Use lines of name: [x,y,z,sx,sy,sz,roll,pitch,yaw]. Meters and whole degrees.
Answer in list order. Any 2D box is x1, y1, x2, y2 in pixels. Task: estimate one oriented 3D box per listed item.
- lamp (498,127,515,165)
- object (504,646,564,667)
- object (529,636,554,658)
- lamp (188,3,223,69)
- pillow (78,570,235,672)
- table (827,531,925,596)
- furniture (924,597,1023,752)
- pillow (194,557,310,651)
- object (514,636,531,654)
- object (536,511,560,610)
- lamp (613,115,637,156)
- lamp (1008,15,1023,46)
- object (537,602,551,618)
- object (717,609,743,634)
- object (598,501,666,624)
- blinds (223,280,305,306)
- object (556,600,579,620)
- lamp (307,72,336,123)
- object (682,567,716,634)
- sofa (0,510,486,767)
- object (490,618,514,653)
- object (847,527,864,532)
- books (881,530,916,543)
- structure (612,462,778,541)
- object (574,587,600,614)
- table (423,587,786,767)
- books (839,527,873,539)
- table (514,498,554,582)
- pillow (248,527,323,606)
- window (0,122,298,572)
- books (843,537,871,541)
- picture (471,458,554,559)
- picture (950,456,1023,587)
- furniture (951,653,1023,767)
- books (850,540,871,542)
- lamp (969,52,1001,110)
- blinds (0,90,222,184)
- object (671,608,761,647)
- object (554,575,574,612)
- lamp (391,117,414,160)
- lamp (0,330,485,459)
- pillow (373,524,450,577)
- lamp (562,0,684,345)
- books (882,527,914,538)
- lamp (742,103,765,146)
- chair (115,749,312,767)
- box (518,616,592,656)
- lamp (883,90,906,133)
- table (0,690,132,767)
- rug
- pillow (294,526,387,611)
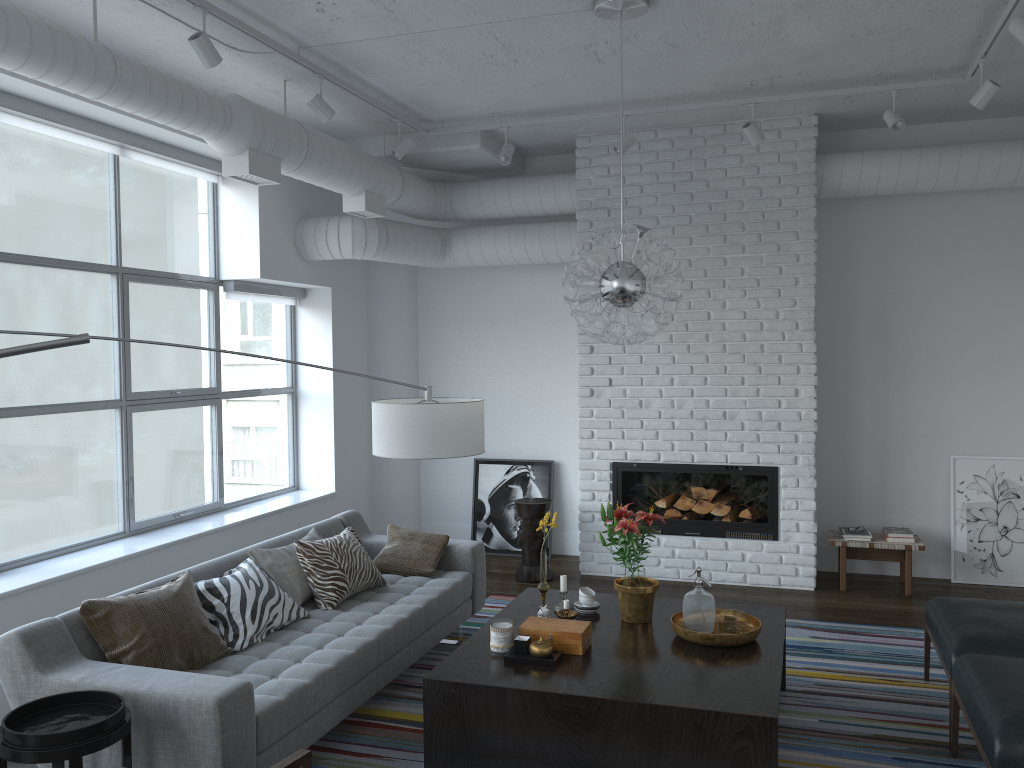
lamp: [-0.041,-1.595,5.892,0.095,0.285,0.154,0,2,16]
object: [0.089,1.103,3.595,0.214,0.023,0.130,0,2,18]
object: [0.119,1.058,3.584,0.103,0.077,0.103,-1,2,-10]
lamp: [-1.323,-1.507,3.822,0.087,0.285,0.154,0,2,27]
pillow: [-1.418,0.990,3.540,0.298,0.338,0.597,0,2,28]
table: [2.507,1.235,6.139,0.605,0.345,0.405,0,2,18]
furniture: [2.178,1.245,3.885,0.584,0.478,0.828,0,2,18]
pillow: [-1.210,1.001,4.031,0.346,0.283,0.578,0,2,19]
object: [0.043,1.068,3.630,0.058,0.055,0.058,0,2,18]
object: [0.176,0.854,4.275,0.121,0.470,0.120,1,2,34]
lamp: [0.716,-1.595,5.645,0.154,0.285,0.090,-1,2,-14]
lamp: [2.152,-1.543,3.716,0.094,0.285,0.154,-1,2,-9]
object: [0.153,1.060,4.163,0.069,0.078,0.124,-1,2,1]
object: [0.947,1.046,3.848,0.085,0.089,0.195,0,2,28]
object: [0.543,0.814,4.073,0.284,0.558,0.275,-1,2,-20]
blinds: [-1.777,-0.655,6.429,0.086,0.130,0.903,0,2,18]
object: [0.254,1.046,4.114,0.102,0.098,0.102,-2,2,-32]
lamp: [-1.022,-1.543,4.750,0.154,0.285,0.087,-2,2,-28]
object: [0.823,0.948,3.903,0.143,0.288,0.143,-1,2,-10]
sofa: [-1.011,1.167,4.224,0.991,0.684,2.541,0,2,18]
object: [-0.040,1.054,3.714,0.106,0.116,0.117,-1,2,-2]
object: [2.376,1.007,6.182,0.134,0.038,0.093,-1,2,-15]
books: [2.655,1.048,6.097,0.185,0.032,0.267,0,2,16]
structure: [1.380,0.843,6.562,1.168,0.578,0.675,0,2,18]
object: [0.360,1.031,4.237,0.121,0.113,0.124,1,3,38]
table: [0.492,1.298,3.850,1.306,0.394,1.362,0,2,18]
books: [2.390,1.034,6.170,0.202,0.019,0.280,0,2,16]
table: [0.159,1.128,6.455,0.282,0.558,0.281,-1,2,-3]
pillow: [-1.075,0.957,4.583,0.254,0.318,0.663,0,2,19]
window: [-2.406,-0.257,4.734,0.107,2.340,4.566,0,2,18]
books: [2.388,1.049,6.160,0.171,0.011,0.306,0,2,17]
picture: [0.000,1.004,7.215,0.686,0.775,0.130,0,2,18]
picture: [3.391,0.948,6.141,0.637,0.884,0.093,0,2,18]
furniture: [1.911,1.278,3.076,0.583,0.476,0.827,0,2,18]
books: [2.394,1.060,6.169,0.172,0.011,0.273,0,2,17]
lamp: [2.462,-1.578,4.622,0.104,0.285,0.154,-2,2,-31]
blinds: [-2.502,-1.342,4.231,0.086,0.130,3.613,0,2,18]
object: [0.884,1.061,3.851,0.383,0.068,0.383,-2,2,-29]
object: [0.249,1.002,4.277,0.098,0.174,0.098,0,2,13]
lamp: [-0.703,-1.580,5.685,0.154,0.285,0.087,-1,2,-23]
lamp: [-0.999,0.683,2.901,2.162,1.738,0.432,-2,3,-38]
pillow: [-0.595,0.965,5.104,0.427,0.261,0.236,0,2,20]
lamp: [0.502,-0.953,4.044,0.552,1.546,0.552,0,2,6]
books: [2.656,1.020,6.103,0.173,0.025,0.238,0,2,16]
lamp: [1.464,-1.594,5.397,0.154,0.285,0.097,-2,2,-31]
chair: [-0.499,1.220,2.358,0.678,0.698,0.983,0,2,18]
box: [0.183,1.061,3.742,0.294,0.093,0.169,0,2,18]
lamp: [2.215,-1.594,5.146,0.093,0.285,0.154,-1,2,-4]
table: [-1.401,1.296,2.795,0.379,0.536,0.379,1,2,35]
rug: [0.571,1.501,3.794,2.735,0.012,3.760,0,2,18]
pillow: [-0.893,0.930,4.595,0.271,0.340,0.576,0,2,22]
